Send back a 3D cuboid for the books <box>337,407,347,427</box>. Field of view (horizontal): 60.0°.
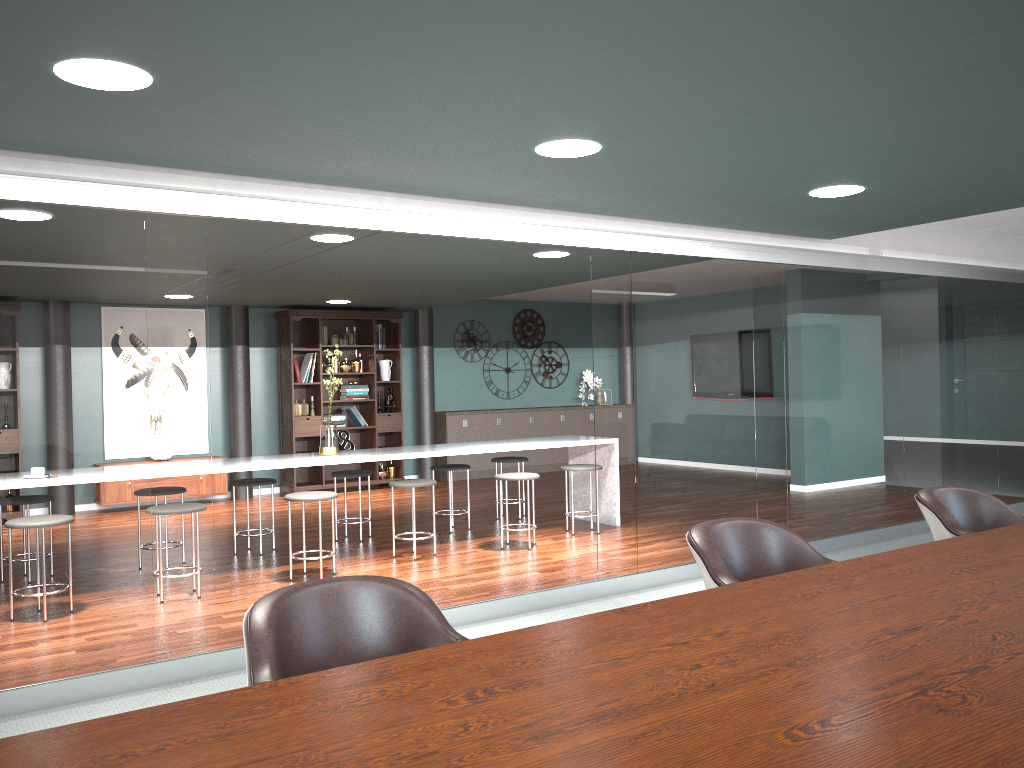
[{"bbox_3d":[-1.900,0.369,9.924,0.063,0.214,0.139,-1,0,-34],"label":"books"}]

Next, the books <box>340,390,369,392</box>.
[{"bbox_3d":[-1.771,0.079,9.960,0.268,0.016,0.205,-1,0,-34],"label":"books"}]

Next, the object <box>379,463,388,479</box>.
[{"bbox_3d":[-1.466,0.987,10.021,0.144,0.175,0.073,-1,0,-32],"label":"object"}]

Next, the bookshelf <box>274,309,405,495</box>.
[{"bbox_3d":[-1.899,0.191,9.886,1.339,1.984,0.482,-1,0,-34],"label":"bookshelf"}]

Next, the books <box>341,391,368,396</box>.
[{"bbox_3d":[-1.770,0.108,9.960,0.248,0.042,0.194,-1,0,-34],"label":"books"}]

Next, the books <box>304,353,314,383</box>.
[{"bbox_3d":[-2.232,-0.172,9.642,0.090,0.316,0.197,-1,0,-34],"label":"books"}]

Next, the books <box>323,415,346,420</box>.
[{"bbox_3d":[-1.990,0.371,9.779,0.248,0.042,0.194,-1,0,-34],"label":"books"}]

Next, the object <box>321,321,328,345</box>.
[{"bbox_3d":[-2.086,-0.555,9.764,0.104,0.273,0.104,-1,0,2],"label":"object"}]

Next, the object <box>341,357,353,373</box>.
[{"bbox_3d":[-1.825,-0.213,9.796,0.144,0.175,0.073,-1,0,-32],"label":"object"}]

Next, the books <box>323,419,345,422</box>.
[{"bbox_3d":[-2.009,0.400,9.766,0.268,0.016,0.205,-1,0,-34],"label":"books"}]

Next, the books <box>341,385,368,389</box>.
[{"bbox_3d":[-1.769,0.034,9.961,0.248,0.042,0.194,-1,0,-34],"label":"books"}]

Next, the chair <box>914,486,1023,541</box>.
[{"bbox_3d":[1.631,0.744,2.957,0.523,0.761,0.533,-1,0,38],"label":"chair"}]

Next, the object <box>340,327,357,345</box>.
[{"bbox_3d":[-1.846,-0.535,9.904,0.196,0.221,0.184,-1,0,-34],"label":"object"}]

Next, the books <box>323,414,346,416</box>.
[{"bbox_3d":[-2.000,0.342,9.773,0.268,0.016,0.205,-1,0,-34],"label":"books"}]

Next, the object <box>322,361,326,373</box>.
[{"bbox_3d":[-2.101,-0.204,9.753,0.105,0.172,0.105,-1,0,-38],"label":"object"}]

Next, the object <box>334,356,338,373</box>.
[{"bbox_3d":[-1.929,-0.217,9.722,0.040,0.191,0.040,-1,0,-25],"label":"object"}]

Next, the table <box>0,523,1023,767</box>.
[{"bbox_3d":[0.818,0.797,1.376,6.694,0.706,1.374,-1,0,-34],"label":"table"}]

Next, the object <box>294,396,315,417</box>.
[{"bbox_3d":[-2.279,0.237,9.602,0.250,0.221,0.186,-1,0,-36],"label":"object"}]

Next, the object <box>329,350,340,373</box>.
[{"bbox_3d":[-1.964,-0.247,9.825,0.114,0.251,0.114,-1,0,-8],"label":"object"}]

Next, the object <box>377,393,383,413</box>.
[{"bbox_3d":[-1.508,0.215,10.086,0.077,0.228,0.077,-1,0,39],"label":"object"}]

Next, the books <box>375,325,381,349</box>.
[{"bbox_3d":[-1.550,-0.527,10.104,0.016,0.268,0.205,-1,0,-34],"label":"books"}]

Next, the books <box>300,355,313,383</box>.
[{"bbox_3d":[-2.255,-0.162,9.633,0.115,0.296,0.210,-1,0,-34],"label":"books"}]

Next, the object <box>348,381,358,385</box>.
[{"bbox_3d":[-1.788,-0.012,9.944,0.104,0.052,0.100,-1,0,-30],"label":"object"}]

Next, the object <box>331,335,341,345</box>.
[{"bbox_3d":[-1.955,-0.485,9.817,0.096,0.126,0.106,-1,0,17],"label":"object"}]

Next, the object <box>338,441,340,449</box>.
[{"bbox_3d":[-1.998,0.664,9.711,0.224,0.238,0.159,-1,0,-34],"label":"object"}]

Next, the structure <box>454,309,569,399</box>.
[{"bbox_3d":[0.032,-0.394,11.504,1.791,1.178,0.017,-1,0,-34],"label":"structure"}]

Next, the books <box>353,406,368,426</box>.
[{"bbox_3d":[-1.735,0.360,9.954,0.166,0.228,0.205,-1,0,-34],"label":"books"}]

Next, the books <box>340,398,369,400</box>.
[{"bbox_3d":[-1.769,0.166,9.960,0.268,0.016,0.205,-1,0,-34],"label":"books"}]

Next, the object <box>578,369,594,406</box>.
[{"bbox_3d":[1.066,0.043,11.938,0.221,0.495,0.600,-1,0,30],"label":"object"}]

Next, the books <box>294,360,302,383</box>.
[{"bbox_3d":[-2.346,-0.136,9.568,0.084,0.252,0.194,-1,0,-34],"label":"books"}]

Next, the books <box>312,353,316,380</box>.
[{"bbox_3d":[-2.192,-0.176,9.663,0.062,0.322,0.197,-1,0,-34],"label":"books"}]

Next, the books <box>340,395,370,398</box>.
[{"bbox_3d":[-1.768,0.144,9.962,0.286,0.027,0.184,-1,0,-34],"label":"books"}]

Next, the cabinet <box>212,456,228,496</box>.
[{"bbox_3d":[-3.514,0.961,8.914,1.200,0.379,0.368,-1,0,-34],"label":"cabinet"}]

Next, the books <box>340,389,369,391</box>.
[{"bbox_3d":[-1.771,0.063,9.954,0.268,0.016,0.205,-1,0,-34],"label":"books"}]

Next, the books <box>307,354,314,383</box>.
[{"bbox_3d":[-2.215,-0.169,9.653,0.063,0.309,0.210,-1,0,-34],"label":"books"}]

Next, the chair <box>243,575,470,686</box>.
[{"bbox_3d":[-0.264,0.793,1.701,0.535,0.761,0.518,-1,0,-28],"label":"chair"}]

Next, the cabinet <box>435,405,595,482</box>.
[{"bbox_3d":[-3.531,0.816,8.879,12.287,0.820,0.402,-1,0,-34],"label":"cabinet"}]

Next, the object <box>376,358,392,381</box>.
[{"bbox_3d":[-1.500,-0.163,10.170,0.268,0.262,0.137,-1,0,6],"label":"object"}]

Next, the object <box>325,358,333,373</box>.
[{"bbox_3d":[-2.003,-0.200,9.707,0.079,0.161,0.080,-1,0,-8],"label":"object"}]

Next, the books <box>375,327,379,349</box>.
[{"bbox_3d":[-1.575,-0.515,10.087,0.042,0.248,0.194,-1,0,-34],"label":"books"}]

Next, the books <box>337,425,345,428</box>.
[{"bbox_3d":[-2.005,0.465,9.769,0.286,0.027,0.184,-1,0,-34],"label":"books"}]

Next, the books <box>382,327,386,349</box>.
[{"bbox_3d":[-1.501,-0.517,10.136,0.042,0.248,0.194,-1,0,-34],"label":"books"}]

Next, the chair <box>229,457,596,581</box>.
[{"bbox_3d":[-1.224,0.926,6.110,4.029,0.512,1.479,-1,0,-34],"label":"chair"}]

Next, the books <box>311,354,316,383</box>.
[{"bbox_3d":[-2.202,-0.170,9.661,0.063,0.309,0.210,-1,0,-34],"label":"books"}]

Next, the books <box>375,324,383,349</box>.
[{"bbox_3d":[-1.531,-0.536,10.117,0.027,0.286,0.184,-1,0,-34],"label":"books"}]

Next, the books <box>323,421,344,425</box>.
[{"bbox_3d":[-2.008,0.430,9.766,0.248,0.042,0.194,-1,0,-34],"label":"books"}]

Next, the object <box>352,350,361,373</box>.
[{"bbox_3d":[-1.739,-0.255,9.912,0.108,0.256,0.108,-1,0,0],"label":"object"}]

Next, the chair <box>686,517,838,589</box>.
[{"bbox_3d":[0.734,0.767,2.368,0.535,0.761,0.518,-1,0,-28],"label":"chair"}]

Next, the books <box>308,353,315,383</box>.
[{"bbox_3d":[-2.206,-0.176,9.655,0.062,0.322,0.197,-1,0,-34],"label":"books"}]

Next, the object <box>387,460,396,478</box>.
[{"bbox_3d":[-1.379,0.944,10.137,0.108,0.256,0.108,-1,0,0],"label":"object"}]

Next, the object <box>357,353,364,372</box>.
[{"bbox_3d":[-1.720,-0.239,10.036,0.092,0.222,0.092,-1,0,0],"label":"object"}]

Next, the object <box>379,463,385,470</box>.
[{"bbox_3d":[-1.500,0.990,10.146,0.099,0.169,0.099,-1,0,30],"label":"object"}]

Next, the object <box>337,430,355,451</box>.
[{"bbox_3d":[-1.880,0.646,9.930,0.233,0.268,0.051,-1,0,-34],"label":"object"}]

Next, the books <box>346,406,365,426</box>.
[{"bbox_3d":[-1.763,0.362,9.935,0.176,0.227,0.194,-1,0,-34],"label":"books"}]

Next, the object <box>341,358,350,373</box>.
[{"bbox_3d":[-1.860,-0.209,9.920,0.099,0.169,0.099,-1,0,30],"label":"object"}]

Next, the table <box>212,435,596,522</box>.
[{"bbox_3d":[-1.218,0.832,6.044,4.577,0.699,0.609,-1,0,-34],"label":"table"}]

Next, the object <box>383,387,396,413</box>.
[{"bbox_3d":[-1.419,0.181,10.164,0.116,0.286,0.215,-1,0,-38],"label":"object"}]
